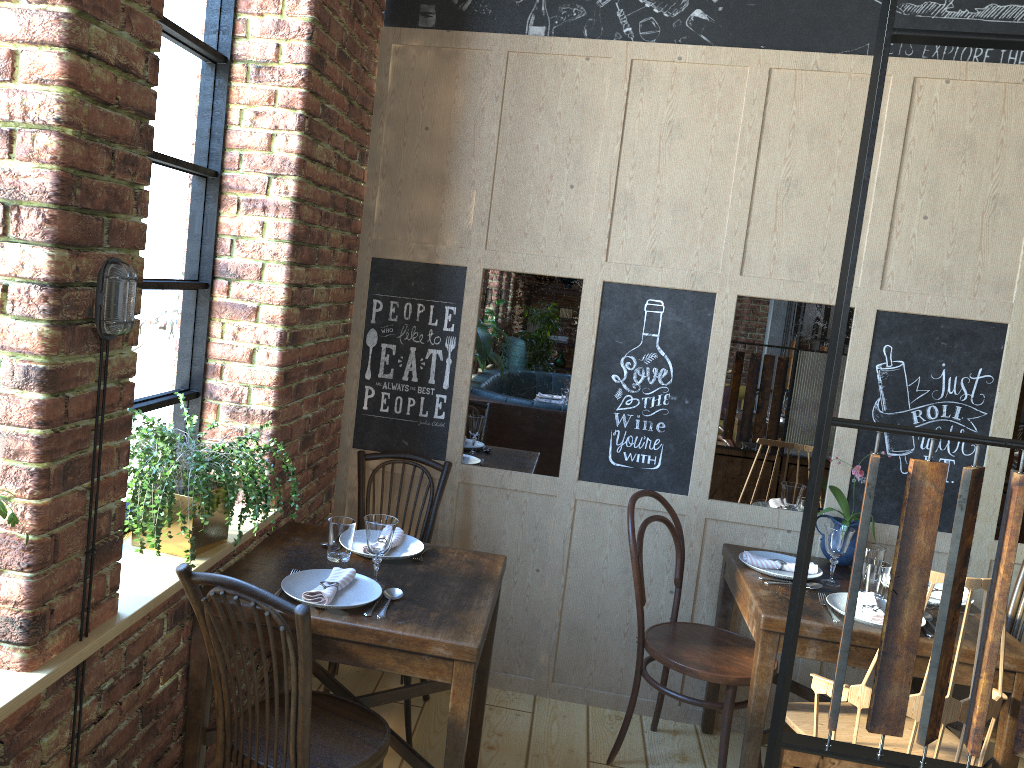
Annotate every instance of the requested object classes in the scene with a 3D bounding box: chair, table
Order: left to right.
[{"bbox_3d":[-0.530,0.853,2.134,0.421,0.913,0.501,9,7,26],"label":"chair"},{"bbox_3d":[-0.461,0.907,2.596,0.761,0.726,0.742,7,6,7],"label":"table"},{"bbox_3d":[-0.459,0.742,3.169,0.407,0.913,0.520,7,6,1],"label":"chair"},{"bbox_3d":[0.626,0.875,3.021,0.576,0.919,0.418,11,7,39],"label":"chair"},{"bbox_3d":[1.088,1.037,2.903,0.761,0.726,0.742,7,6,7],"label":"table"},{"bbox_3d":[1.067,0.950,2.460,0.531,1.004,0.455,6,6,-6],"label":"chair"},{"bbox_3d":[1.548,0.998,2.804,0.507,0.913,0.417,5,6,-18],"label":"chair"}]

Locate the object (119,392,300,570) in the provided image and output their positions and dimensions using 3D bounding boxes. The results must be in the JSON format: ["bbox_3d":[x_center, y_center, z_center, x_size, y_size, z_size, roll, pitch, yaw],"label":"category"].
[{"bbox_3d":[-0.814,0.254,2.311,0.505,0.369,0.599,7,6,6],"label":"object"}]

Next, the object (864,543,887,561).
[{"bbox_3d":[1.224,0.612,3.008,0.084,0.119,0.085,6,6,-4],"label":"object"}]

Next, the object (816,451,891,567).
[{"bbox_3d":[1.193,0.435,3.151,0.220,0.430,0.135,7,6,4],"label":"object"}]

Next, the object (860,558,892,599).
[{"bbox_3d":[1.155,0.627,2.812,0.084,0.119,0.085,6,6,-4],"label":"object"}]

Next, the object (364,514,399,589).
[{"bbox_3d":[-0.373,0.469,2.451,0.095,0.191,0.102,4,6,-22],"label":"object"}]

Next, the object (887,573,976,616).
[{"bbox_3d":[1.369,0.672,2.919,0.274,0.051,0.319,7,7,10],"label":"object"}]

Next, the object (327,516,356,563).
[{"bbox_3d":[-0.516,0.468,2.647,0.087,0.119,0.081,9,6,24],"label":"object"}]

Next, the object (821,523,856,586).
[{"bbox_3d":[1.072,0.569,2.926,0.095,0.191,0.102,4,6,-22],"label":"object"}]

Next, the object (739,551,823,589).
[{"bbox_3d":[0.916,0.615,2.996,0.272,0.051,0.322,7,7,5],"label":"object"}]

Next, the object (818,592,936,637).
[{"bbox_3d":[1.106,0.677,2.638,0.331,0.051,0.265,7,7,11],"label":"object"}]

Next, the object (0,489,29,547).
[{"bbox_3d":[-0.955,0.318,1.145,0.437,0.482,0.443,10,7,28],"label":"object"}]

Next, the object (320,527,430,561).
[{"bbox_3d":[-0.428,0.496,2.783,0.331,0.051,0.265,7,7,11],"label":"object"}]

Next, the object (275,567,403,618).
[{"bbox_3d":[-0.463,0.542,2.350,0.331,0.051,0.265,7,7,11],"label":"object"}]
